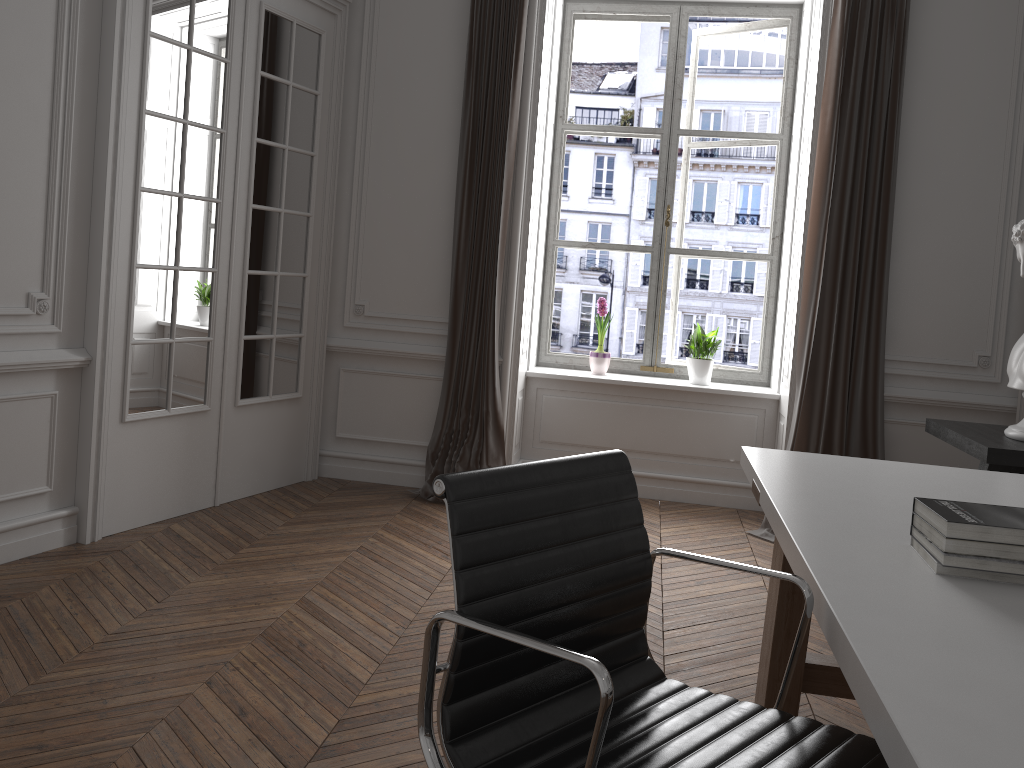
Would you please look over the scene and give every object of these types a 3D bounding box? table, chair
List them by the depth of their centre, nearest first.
[{"bbox_3d":[0.211,0.632,1.392,0.670,0.921,0.694,7,5,35],"label":"chair"},{"bbox_3d":[0.959,0.756,1.549,0.901,0.746,2.634,5,6,9],"label":"table"},{"bbox_3d":[2.164,0.602,3.588,0.768,0.747,0.771,5,5,9],"label":"table"}]

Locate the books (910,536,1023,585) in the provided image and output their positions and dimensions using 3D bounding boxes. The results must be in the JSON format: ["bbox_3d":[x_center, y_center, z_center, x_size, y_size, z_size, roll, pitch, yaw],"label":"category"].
[{"bbox_3d":[0.927,0.346,1.718,0.242,0.022,0.192,6,7,11],"label":"books"}]

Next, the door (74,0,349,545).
[{"bbox_3d":[-1.388,-0.743,4.361,0.086,2.727,1.566,5,3,24],"label":"door"}]

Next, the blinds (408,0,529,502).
[{"bbox_3d":[-0.179,-0.910,4.813,0.581,3.093,0.310,5,2,14],"label":"blinds"}]

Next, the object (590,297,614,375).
[{"bbox_3d":[0.551,-0.295,5.424,0.128,0.474,0.130,3,3,-31],"label":"object"}]

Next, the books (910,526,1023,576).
[{"bbox_3d":[0.936,0.325,1.708,0.259,0.022,0.213,5,7,9],"label":"books"}]

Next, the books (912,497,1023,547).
[{"bbox_3d":[0.940,0.270,1.707,0.259,0.032,0.192,5,7,7],"label":"books"}]

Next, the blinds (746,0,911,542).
[{"bbox_3d":[1.720,-0.728,4.475,0.778,3.092,0.343,4,2,3],"label":"blinds"}]

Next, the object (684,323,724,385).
[{"bbox_3d":[1.144,-0.183,5.292,0.215,0.368,0.286,4,4,-13],"label":"object"}]

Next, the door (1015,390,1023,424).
[{"bbox_3d":[2.744,-0.355,3.706,0.085,2.727,1.572,4,3,-7],"label":"door"}]

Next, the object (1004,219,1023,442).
[{"bbox_3d":[2.178,-0.226,3.511,0.393,0.921,0.636,5,4,9],"label":"object"}]

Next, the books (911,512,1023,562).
[{"bbox_3d":[0.929,0.299,1.711,0.240,0.028,0.192,5,7,7],"label":"books"}]

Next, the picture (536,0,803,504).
[{"bbox_3d":[0.494,-1.126,1.797,13.202,4.788,13.308,4,6,1],"label":"picture"}]
